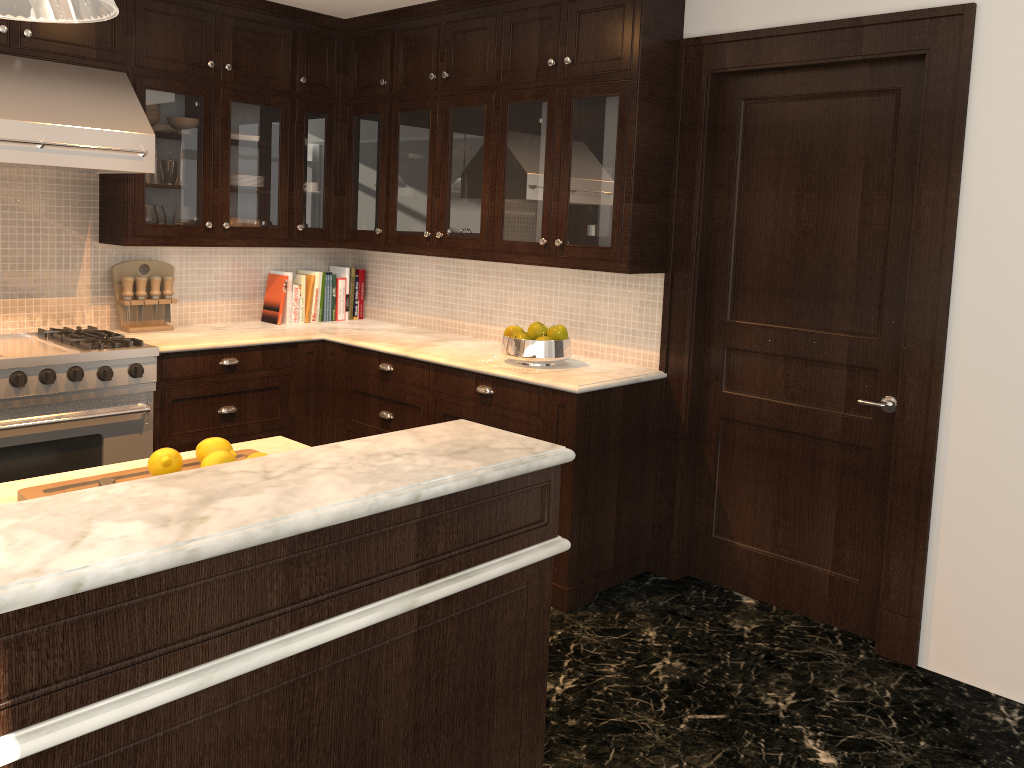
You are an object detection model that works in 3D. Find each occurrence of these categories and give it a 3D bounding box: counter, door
[{"bbox_3d":[-1.244,0.391,1.088,1.062,0.031,2.881,12,14,42],"label":"counter"},{"bbox_3d":[-0.967,0.266,0.831,0.330,0.031,2.867,12,14,42],"label":"counter"},{"bbox_3d":[-1.308,-0.046,3.424,2.332,0.031,3.383,12,14,42],"label":"counter"},{"bbox_3d":[1.140,-0.158,3.534,0.869,2.166,0.109,8,8,43],"label":"door"}]

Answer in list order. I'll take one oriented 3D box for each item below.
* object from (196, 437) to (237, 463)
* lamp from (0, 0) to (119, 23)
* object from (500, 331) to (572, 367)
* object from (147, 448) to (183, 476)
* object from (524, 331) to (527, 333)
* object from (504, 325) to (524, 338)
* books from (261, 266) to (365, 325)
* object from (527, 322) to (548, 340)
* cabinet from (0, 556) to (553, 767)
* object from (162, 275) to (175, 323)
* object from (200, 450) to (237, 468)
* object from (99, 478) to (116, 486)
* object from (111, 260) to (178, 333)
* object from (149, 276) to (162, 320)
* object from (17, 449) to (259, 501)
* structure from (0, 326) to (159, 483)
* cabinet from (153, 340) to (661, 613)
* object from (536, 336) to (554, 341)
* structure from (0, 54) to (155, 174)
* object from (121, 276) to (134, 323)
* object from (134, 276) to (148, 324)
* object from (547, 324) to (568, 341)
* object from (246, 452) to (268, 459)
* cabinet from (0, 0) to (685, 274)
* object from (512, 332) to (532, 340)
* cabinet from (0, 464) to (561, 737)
[{"bbox_3d":[-0.693,0.161,2.060,0.083,0.071,0.082,-3,10,-32],"label":"object"},{"bbox_3d":[-0.691,-0.912,1.165,0.318,0.776,0.320,-1,7,-33],"label":"lamp"},{"bbox_3d":[0.106,-0.153,3.918,0.320,0.121,0.320,10,12,36],"label":"object"},{"bbox_3d":[-0.768,0.178,1.957,0.082,0.073,0.080,7,9,30],"label":"object"},{"bbox_3d":[0.032,-0.192,3.963,0.091,0.094,0.092,0,8,-16],"label":"object"},{"bbox_3d":[0.009,-0.212,3.920,0.091,0.098,0.094,4,8,10],"label":"object"},{"bbox_3d":[-1.145,-0.522,5.108,0.195,0.308,0.606,9,11,42],"label":"books"},{"bbox_3d":[0.114,-0.225,3.892,0.096,0.099,0.092,5,8,19],"label":"object"},{"bbox_3d":[-1.264,0.825,1.133,1.033,0.904,2.860,10,12,42],"label":"cabinet"},{"bbox_3d":[-1.740,-0.431,4.465,0.061,0.235,0.061,3,6,6],"label":"object"},{"bbox_3d":[-0.648,0.183,1.951,0.081,0.071,0.083,-4,10,-36],"label":"object"},{"bbox_3d":[-0.784,0.238,1.787,0.042,0.014,0.333,-5,13,-36],"label":"object"},{"bbox_3d":[-1.816,-0.440,4.396,0.111,0.346,0.317,8,9,42],"label":"object"},{"bbox_3d":[-1.785,-0.430,4.416,0.061,0.224,0.062,4,6,12],"label":"object"},{"bbox_3d":[-0.715,0.233,1.920,0.387,0.021,0.670,12,14,42],"label":"object"},{"bbox_3d":[-2.114,0.222,3.795,0.724,0.830,0.909,9,11,42],"label":"structure"},{"bbox_3d":[-1.328,0.405,3.465,2.332,0.872,3.383,11,14,42],"label":"cabinet"},{"bbox_3d":[0.142,-0.162,3.832,0.091,0.096,0.093,0,8,-18],"label":"object"},{"bbox_3d":[-2.072,-1.151,3.687,0.644,0.473,0.935,10,12,42],"label":"structure"},{"bbox_3d":[-1.879,-0.414,4.315,0.061,0.227,0.061,5,6,24],"label":"object"},{"bbox_3d":[-1.834,-0.416,4.364,0.061,0.235,0.062,4,6,12],"label":"object"},{"bbox_3d":[0.198,-0.212,3.865,0.093,0.097,0.092,4,8,13],"label":"object"},{"bbox_3d":[-0.560,0.187,1.962,0.074,0.068,0.064,3,8,5],"label":"object"},{"bbox_3d":[-1.262,-1.105,3.332,2.324,1.243,3.382,11,13,42],"label":"cabinet"},{"bbox_3d":[0.044,-0.180,3.856,0.100,0.096,0.092,-2,9,-29],"label":"object"},{"bbox_3d":[-0.978,0.358,0.831,0.294,0.151,2.849,11,13,42],"label":"cabinet"}]
